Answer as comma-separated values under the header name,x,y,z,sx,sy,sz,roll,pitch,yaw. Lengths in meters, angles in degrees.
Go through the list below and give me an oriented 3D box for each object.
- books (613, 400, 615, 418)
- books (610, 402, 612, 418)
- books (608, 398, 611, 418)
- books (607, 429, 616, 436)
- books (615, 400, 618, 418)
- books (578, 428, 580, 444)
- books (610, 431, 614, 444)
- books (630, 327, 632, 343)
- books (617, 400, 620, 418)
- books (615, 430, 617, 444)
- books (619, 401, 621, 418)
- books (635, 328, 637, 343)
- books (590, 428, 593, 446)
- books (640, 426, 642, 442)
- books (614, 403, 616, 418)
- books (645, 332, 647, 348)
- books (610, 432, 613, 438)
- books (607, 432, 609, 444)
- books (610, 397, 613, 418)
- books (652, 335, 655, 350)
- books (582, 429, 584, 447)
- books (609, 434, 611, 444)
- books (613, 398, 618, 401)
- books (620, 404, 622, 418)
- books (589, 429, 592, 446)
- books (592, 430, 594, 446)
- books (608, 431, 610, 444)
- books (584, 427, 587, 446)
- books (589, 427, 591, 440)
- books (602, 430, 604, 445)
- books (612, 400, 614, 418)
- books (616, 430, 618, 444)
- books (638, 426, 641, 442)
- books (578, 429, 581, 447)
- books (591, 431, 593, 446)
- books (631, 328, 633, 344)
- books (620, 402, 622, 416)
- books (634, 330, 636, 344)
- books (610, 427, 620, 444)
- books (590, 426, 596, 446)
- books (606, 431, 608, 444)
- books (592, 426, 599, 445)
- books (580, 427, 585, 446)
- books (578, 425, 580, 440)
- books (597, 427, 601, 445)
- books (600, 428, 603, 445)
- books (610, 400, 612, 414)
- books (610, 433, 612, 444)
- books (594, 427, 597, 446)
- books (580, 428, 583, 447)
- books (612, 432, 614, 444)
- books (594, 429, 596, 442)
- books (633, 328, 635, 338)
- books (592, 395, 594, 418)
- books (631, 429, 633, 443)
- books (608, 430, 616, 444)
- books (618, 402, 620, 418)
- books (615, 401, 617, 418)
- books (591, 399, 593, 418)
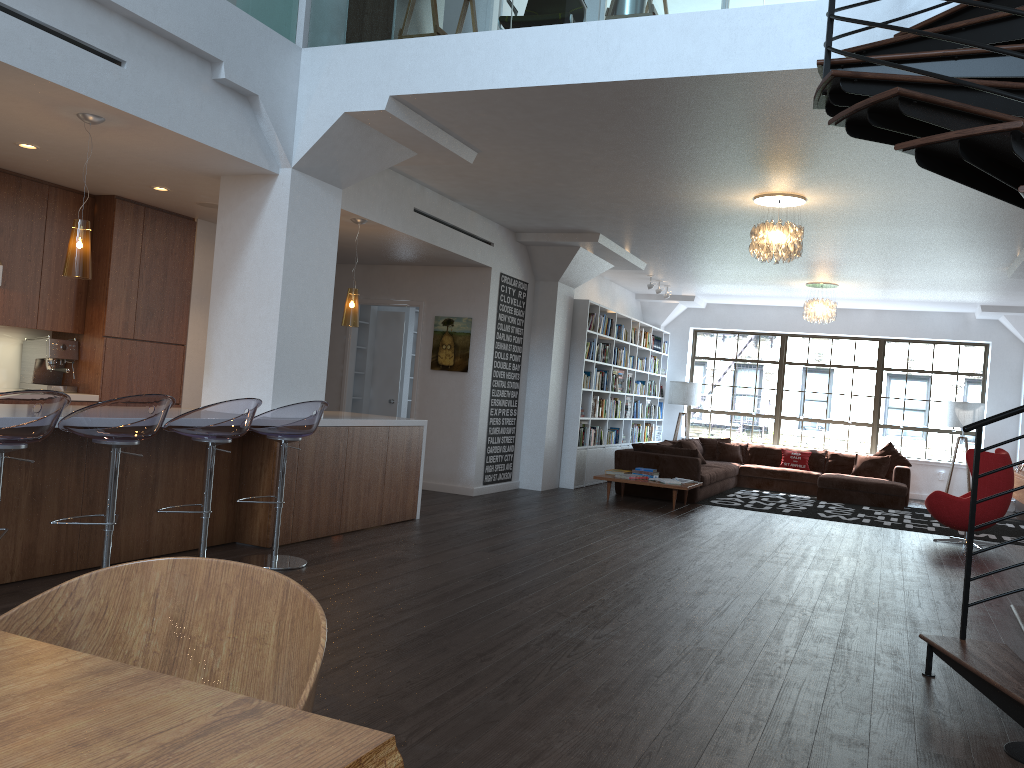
name,x,y,z,sx,sy,sz,roll,pitch,yaw
books,1.377,0.354,12.708,0.183,0.253,0.034,5,-1,23
books,1.334,0.365,12.599,0.161,0.223,0.026,5,-1,23
books,1.293,0.330,12.541,0.198,0.284,0.066,5,-1,23
books,1.437,0.767,12.940,0.146,0.202,0.027,5,-1,23
books,1.442,0.361,12.855,0.183,0.253,0.034,5,-1,23
books,0.783,0.675,11.418,0.160,0.251,0.031,5,-1,23
books,1.419,0.777,12.880,0.128,0.178,0.021,5,-1,23
books,1.698,-0.739,13.273,0.183,0.253,0.042,5,-1,23
books,1.468,0.361,12.935,0.180,0.259,0.060,5,-1,23
books,1.456,0.768,12.961,0.146,0.202,0.027,5,-1,23
books,1.500,0.368,13.027,0.183,0.253,0.034,5,-1,23
books,1.811,-0.726,13.538,0.160,0.251,0.039,5,-1,23
books,0.984,0.705,11.893,0.176,0.231,0.053,5,-1,23
books,1.975,0.794,14.193,0.180,0.259,0.060,5,-1,23
books,1.409,0.373,12.788,0.161,0.223,0.027,5,-1,23
books,2.055,-0.702,14.111,0.183,0.253,0.034,5,-1,23
books,1.397,0.780,12.806,0.107,0.167,0.017,5,-1,23
books,1.309,0.765,12.627,0.128,0.178,0.022,5,-1,23
books,1.344,0.332,12.640,0.176,0.290,0.053,5,-1,23
books,2.246,-0.683,14.591,0.183,0.253,0.042,5,-1,23
books,0.854,0.695,11.550,0.161,0.223,0.032,5,-1,23
books,1.358,0.783,12.725,0.110,0.153,0.019,5,-1,23
books,1.449,0.343,12.891,0.176,0.290,0.036,5,-1,23
books,1.538,0.386,13.091,0.161,0.223,0.026,5,-1,23
books,0.976,0.708,11.848,0.161,0.223,0.032,5,-1,23
books,1.023,0.722,11.957,0.161,0.223,0.030,5,-1,23
books,1.320,0.763,12.674,0.134,0.184,0.030,5,-1,23
books,0.889,0.685,11.665,0.180,0.251,0.048,5,-1,23
books,0.956,0.693,11.824,0.160,0.251,0.031,5,-1,23
books,1.189,0.739,12.345,0.161,0.207,0.135,5,-1,23
books,1.360,0.353,12.679,0.183,0.253,0.034,5,-1,23
books,1.484,0.771,13.038,0.146,0.202,0.027,5,-1,23
books,1.949,0.794,14.113,0.183,0.253,0.034,5,-1,23
books,0.802,0.690,11.443,0.161,0.223,0.032,5,-1,23
books,1.007,0.711,11.930,0.161,0.223,0.033,5,-1,23
books,1.731,-0.726,13.353,0.174,0.236,0.136,5,-1,23
books,1.515,0.376,13.063,0.174,0.240,0.045,5,-1,23
books,1.801,-0.713,13.503,0.161,0.223,0.032,5,-1,23
books,1.515,0.760,13.118,0.140,0.231,0.042,5,-1,23
books,1.030,0.697,11.995,0.183,0.253,0.042,5,-1,23
books,1.283,0.753,12.579,0.136,0.196,0.045,5,-1,23
books,1.088,0.702,12.136,0.180,0.259,0.042,5,-1,23
books,0.856,0.681,11.589,0.183,0.253,0.042,5,-1,23
books,0.761,0.655,11.385,0.198,0.284,0.049,5,-1,23
books,1.127,0.709,12.213,0.183,0.253,0.042,5,-1,23
books,1.161,0.722,12.296,0.174,0.236,0.142,5,-1,23
books,1.323,0.350,12.577,0.160,0.250,0.026,5,-1,23
books,1.371,0.778,12.761,0.120,0.167,0.020,5,-1,23
books,1.061,0.706,12.061,0.171,0.246,0.039,5,-1,23
books,0.821,0.684,11.482,0.174,0.240,0.054,5,-1,23
books,1.408,0.778,12.855,0.126,0.173,0.032,5,-1,23
books,1.045,0.715,12.028,0.161,0.223,0.033,5,-1,23
books,1.782,-0.729,13.479,0.160,0.251,0.031,5,-1,23
books,1.018,0.294,11.843,0.140,0.298,0.044,5,-1,23
books,1.778,0.788,13.750,0.168,0.231,0.037,5,-1,23
books,1.429,0.771,12.908,0.139,0.191,0.036,5,-1,23
books,1.487,0.367,12.972,0.160,0.250,0.026,5,-1,23
books,1.416,0.365,12.824,0.174,0.240,0.045,5,-1,23
books,0.980,0.316,11.803,0.189,0.247,0.057,5,-1,23
